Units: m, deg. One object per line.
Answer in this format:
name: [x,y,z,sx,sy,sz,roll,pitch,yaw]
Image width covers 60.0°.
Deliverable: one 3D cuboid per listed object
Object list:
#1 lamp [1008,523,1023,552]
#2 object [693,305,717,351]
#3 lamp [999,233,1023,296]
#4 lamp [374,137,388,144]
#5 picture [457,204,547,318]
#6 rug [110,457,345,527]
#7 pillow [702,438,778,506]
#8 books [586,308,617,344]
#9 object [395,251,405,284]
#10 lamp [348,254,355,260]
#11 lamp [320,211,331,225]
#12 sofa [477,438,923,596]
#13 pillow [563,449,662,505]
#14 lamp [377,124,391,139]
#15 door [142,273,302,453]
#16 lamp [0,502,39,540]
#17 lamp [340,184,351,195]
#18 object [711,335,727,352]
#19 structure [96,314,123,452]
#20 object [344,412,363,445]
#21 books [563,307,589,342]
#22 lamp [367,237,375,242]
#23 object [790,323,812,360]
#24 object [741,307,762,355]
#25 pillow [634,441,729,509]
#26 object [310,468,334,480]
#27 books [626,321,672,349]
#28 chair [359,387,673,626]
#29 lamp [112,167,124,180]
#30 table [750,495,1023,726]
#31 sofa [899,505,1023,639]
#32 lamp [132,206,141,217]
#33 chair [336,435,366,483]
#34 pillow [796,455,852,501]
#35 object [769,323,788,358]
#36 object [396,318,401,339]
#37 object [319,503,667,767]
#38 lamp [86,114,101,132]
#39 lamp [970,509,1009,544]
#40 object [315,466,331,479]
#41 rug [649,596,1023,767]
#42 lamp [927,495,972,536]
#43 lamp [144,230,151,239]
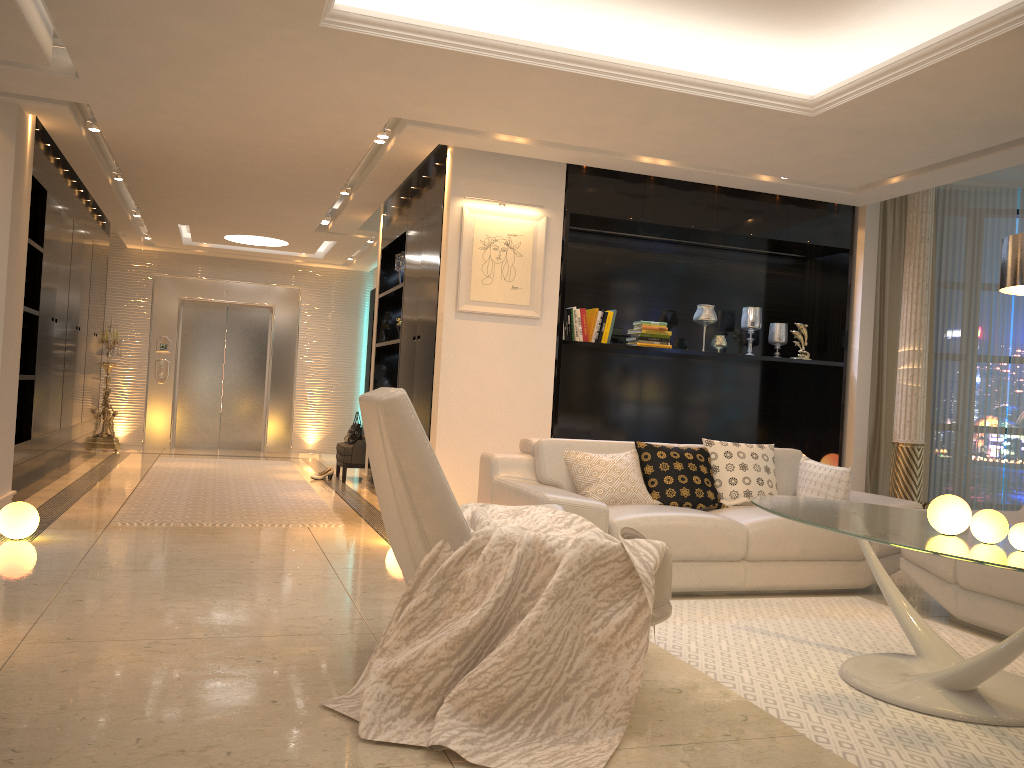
lamp: [1.660,0.496,2.874,0.090,0.091,0.090,3,-1,32]
object: [1.520,-0.429,7.000,0.181,0.381,0.181,4,-1,-24]
lamp: [2.851,-0.058,3.667,2.009,2.519,0.393,4,-1,-18]
lamp: [-0.904,-1.716,6.083,0.107,0.127,0.107,4,-1,-37]
picture: [-0.067,-0.843,6.141,0.610,0.729,0.027,4,-1,-18]
rug: [-2.674,0.931,8.350,1.526,0.015,5.025,4,-1,-18]
pillow: [1.417,0.543,5.355,0.526,0.399,0.255,4,-1,-18]
books: [0.641,-0.425,6.624,0.210,0.261,0.212,4,-1,-18]
object: [-0.982,-1.022,7.989,0.155,0.347,0.155,4,-1,-38]
lamp: [-2.154,-1.719,11.832,0.107,0.127,0.107,4,-1,-37]
lamp: [-1.947,-1.739,9.249,0.107,0.127,0.235,4,-1,-18]
sofa: [1.056,0.740,5.143,2.328,0.754,1.145,4,-1,-18]
pillow: [0.563,0.537,5.016,0.521,0.329,0.351,4,-1,-18]
lamp: [-0.864,-1.715,5.961,0.107,0.127,0.107,4,-1,-37]
door: [-2.039,-6.092,2.786,83.408,24.296,83.408,3,-1,3]
lamp: [-2.824,0.781,5.072,0.213,0.214,0.212,3,-1,21]
lamp: [-1.466,-1.728,7.794,0.107,0.127,0.107,4,-1,-37]
object: [1.640,-0.307,7.029,0.119,0.154,0.119,3,-1,-9]
structure: [-4.988,-0.012,11.239,0.382,1.715,0.811,3,-1,5]
object: [-1.660,0.461,9.343,0.168,0.345,0.366,4,-1,-19]
books: [0.422,-0.443,6.546,0.240,0.270,0.208,4,-1,-18]
lamp: [-1.643,-1.708,10.294,0.107,0.127,0.107,4,-1,-37]
object: [2.314,-0.337,7.104,0.182,0.293,0.116,4,-1,-21]
object: [1.953,-0.410,7.250,0.156,0.426,0.156,4,-1,-13]
pillow: [0.996,0.530,5.170,0.524,0.355,0.323,4,-1,-18]
object: [-1.954,0.924,9.136,0.235,0.135,0.084,4,-1,-16]
books: [1.051,-0.369,6.786,0.296,0.197,0.260,4,-1,-16]
chair: [-0.072,0.530,3.192,0.983,0.991,1.027,4,-1,-19]
lamp: [-3.434,-1.845,7.748,0.107,0.127,0.107,4,-1,-37]
table: [1.606,0.826,3.257,0.999,0.565,2.140,4,-1,-19]
sofa: [2.904,0.831,3.694,1.145,0.754,2.328,4,-1,-18]
lamp: [-4.017,-1.858,9.503,0.107,0.127,0.107,3,-1,0]
chair: [-1.486,0.569,9.389,0.702,0.898,0.625,4,-1,-17]
pillow: [1.770,0.589,5.204,0.281,0.325,0.521,3,-1,-9]
object: [2.196,-0.339,7.325,0.147,0.317,0.147,4,-1,-16]
object: [-1.017,-0.552,8.245,0.079,0.361,0.176,4,-1,-37]
object: [0.032,0.732,3.011,0.972,0.580,1.347,3,-1,19]
lamp: [-2.920,-1.833,6.210,0.107,0.127,0.107,4,-1,-37]
lamp: [1.617,0.483,3.005,0.115,0.115,0.115,3,-1,7]
object: [-1.978,0.925,9.327,0.235,0.135,0.084,3,-1,30]
rug: [1.587,1.120,3.227,1.661,0.020,2.900,4,-1,-19]
lamp: [1.563,0.467,3.170,0.143,0.143,0.143,4,-1,-34]
lamp: [-4.529,-1.869,11.041,0.107,0.127,0.107,4,-1,-37]
